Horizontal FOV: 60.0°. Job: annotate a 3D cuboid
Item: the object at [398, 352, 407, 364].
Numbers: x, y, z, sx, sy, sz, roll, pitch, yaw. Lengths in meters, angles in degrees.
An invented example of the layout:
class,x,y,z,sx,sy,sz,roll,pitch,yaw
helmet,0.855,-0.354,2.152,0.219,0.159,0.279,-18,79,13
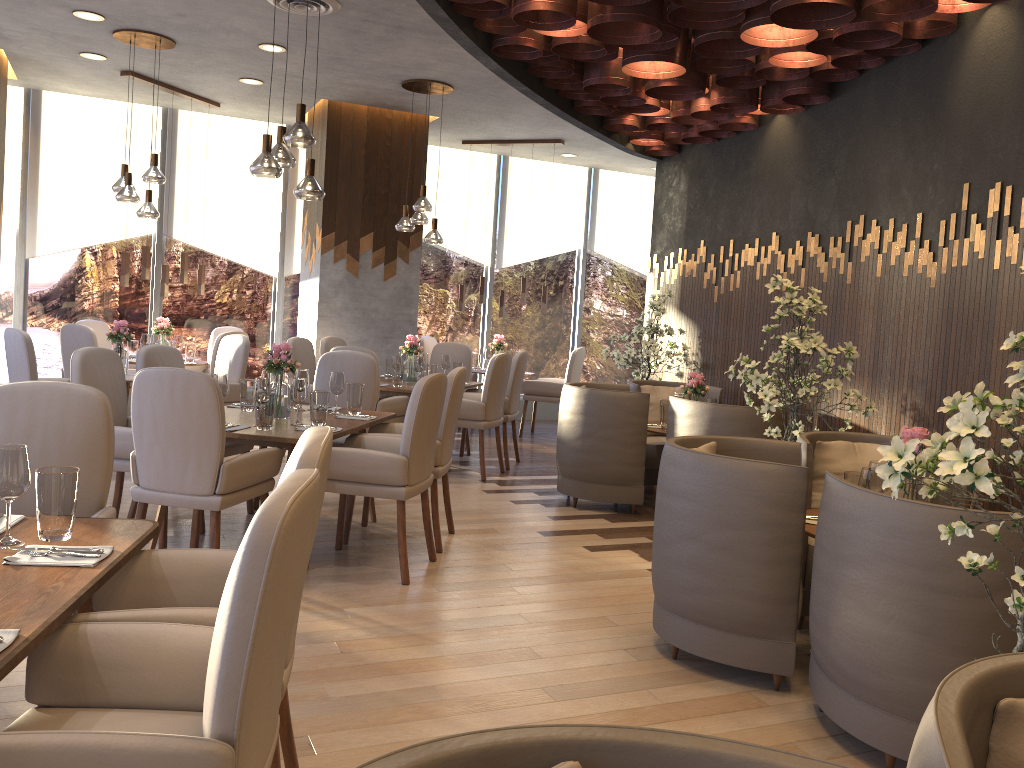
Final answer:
class,x,y,z,sx,sy,sz,roll,pitch,yaw
object,-0.984,-0.164,7.918,0.092,0.244,0.092,6,4,43

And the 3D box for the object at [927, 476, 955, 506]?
class,x,y,z,sx,sy,sz,roll,pitch,yaw
object,1.585,0.468,3.282,0.092,0.244,0.092,6,4,39

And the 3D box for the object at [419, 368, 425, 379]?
class,x,y,z,sx,sy,sz,roll,pitch,yaw
object,-0.843,-0.137,8.093,0.102,0.178,0.102,4,3,12

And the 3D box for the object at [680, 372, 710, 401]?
class,x,y,z,sx,sy,sz,roll,pitch,yaw
object,1.323,0.118,6.400,0.210,0.415,0.198,6,4,43

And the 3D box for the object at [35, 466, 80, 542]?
class,x,y,z,sx,sy,sz,roll,pitch,yaw
object,-1.161,0.306,2.259,0.102,0.178,0.102,6,4,39

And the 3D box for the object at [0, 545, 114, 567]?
class,x,y,z,sx,sy,sz,roll,pitch,yaw
object,-1.098,0.401,2.111,0.255,0.019,0.158,3,5,-7

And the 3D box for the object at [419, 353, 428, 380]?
class,x,y,z,sx,sy,sz,roll,pitch,yaw
object,-0.802,-0.159,7.989,0.092,0.244,0.092,3,3,-4

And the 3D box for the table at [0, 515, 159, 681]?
class,x,y,z,sx,sy,sz,roll,pitch,yaw
table,-1.402,0.748,1.825,0.964,0.665,1.310,3,4,-7

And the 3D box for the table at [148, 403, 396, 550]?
class,x,y,z,sx,sy,sz,roll,pitch,yaw
table,-1.289,0.515,4.854,0.965,0.665,1.309,4,4,9

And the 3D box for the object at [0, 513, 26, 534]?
class,x,y,z,sx,sy,sz,roll,pitch,yaw
object,-1.396,0.367,2.316,0.157,0.019,0.255,3,5,-10

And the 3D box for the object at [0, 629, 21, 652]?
class,x,y,z,sx,sy,sz,roll,pitch,yaw
object,-1.016,0.452,1.544,0.255,0.019,0.158,3,5,-7

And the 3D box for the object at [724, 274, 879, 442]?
class,x,y,z,sx,sy,sz,roll,pitch,yaw
object,1.555,0.218,4.835,0.788,1.614,0.747,4,3,2

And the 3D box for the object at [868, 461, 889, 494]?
class,x,y,z,sx,sy,sz,roll,pitch,yaw
object,1.474,0.437,3.583,0.092,0.244,0.092,2,3,-30

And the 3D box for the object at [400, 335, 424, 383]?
class,x,y,z,sx,sy,sz,roll,pitch,yaw
object,-0.868,-0.218,7.654,0.210,0.415,0.198,6,4,43

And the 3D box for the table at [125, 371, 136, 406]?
class,x,y,z,sx,sy,sz,roll,pitch,yaw
table,-2.911,0.264,6.766,0.835,0.661,0.834,7,5,40

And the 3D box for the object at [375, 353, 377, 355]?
class,x,y,z,sx,sy,sz,roll,pitch,yaw
object,-1.169,-0.133,7.375,0.092,0.244,0.092,2,3,-24

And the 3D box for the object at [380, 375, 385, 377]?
class,x,y,z,sx,sy,sz,roll,pitch,yaw
object,-1.091,-0.069,8.054,0.255,0.019,0.157,5,5,18

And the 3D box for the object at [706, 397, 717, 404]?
class,x,y,z,sx,sy,sz,roll,pitch,yaw
object,1.402,0.220,6.264,0.092,0.244,0.092,4,3,16

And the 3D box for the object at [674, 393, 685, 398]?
class,x,y,z,sx,sy,sz,roll,pitch,yaw
object,1.222,0.189,6.518,0.092,0.244,0.092,6,4,43

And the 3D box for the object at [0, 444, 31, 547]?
class,x,y,z,sx,sy,sz,roll,pitch,yaw
object,-1.238,0.274,2.182,0.092,0.244,0.092,3,3,-4

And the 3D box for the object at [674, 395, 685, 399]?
class,x,y,z,sx,sy,sz,roll,pitch,yaw
object,1.182,0.203,6.309,0.092,0.244,0.092,6,4,40

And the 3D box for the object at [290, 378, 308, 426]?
class,x,y,z,sx,sy,sz,roll,pitch,yaw
object,-1.106,0.092,4.586,0.092,0.244,0.092,2,3,-32

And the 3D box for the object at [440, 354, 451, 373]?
class,x,y,z,sx,sy,sz,roll,pitch,yaw
object,-0.597,-0.140,7.913,0.092,0.244,0.092,2,3,-28

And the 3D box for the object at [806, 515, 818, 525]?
class,x,y,z,sx,sy,sz,roll,pitch,yaw
object,1.254,0.541,3.526,0.255,0.019,0.157,5,5,15

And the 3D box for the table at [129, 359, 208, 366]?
class,x,y,z,sx,sy,sz,roll,pitch,yaw
table,-3.319,0.113,8.354,0.833,0.661,0.835,3,4,-4

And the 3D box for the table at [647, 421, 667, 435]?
class,x,y,z,sx,sy,sz,roll,pitch,yaw
table,1.286,0.605,6.413,0.833,0.561,0.836,1,5,-31

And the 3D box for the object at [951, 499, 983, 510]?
class,x,y,z,sx,sy,sz,roll,pitch,yaw
object,1.625,0.511,3.183,0.102,0.178,0.102,4,3,10

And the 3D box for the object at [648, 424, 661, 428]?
class,x,y,z,sx,sy,sz,roll,pitch,yaw
object,1.034,0.299,6.401,0.255,0.019,0.158,3,5,-2

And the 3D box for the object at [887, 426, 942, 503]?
class,x,y,z,sx,sy,sz,roll,pitch,yaw
object,1.539,0.368,3.428,0.198,0.415,0.210,3,3,-12

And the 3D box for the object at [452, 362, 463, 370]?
class,x,y,z,sx,sy,sz,roll,pitch,yaw
object,-0.494,-0.103,7.947,0.102,0.178,0.102,1,4,-44

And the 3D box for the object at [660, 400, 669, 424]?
class,x,y,z,sx,sy,sz,roll,pitch,yaw
object,1.147,0.210,6.601,0.102,0.178,0.102,4,3,1

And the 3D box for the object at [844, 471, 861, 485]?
class,x,y,z,sx,sy,sz,roll,pitch,yaw
object,1.428,0.459,3.684,0.102,0.178,0.102,2,3,-21

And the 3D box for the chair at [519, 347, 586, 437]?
class,x,y,z,sx,sy,sz,roll,pitch,yaw
chair,0.457,0.081,9.617,0.600,0.999,0.529,5,3,19

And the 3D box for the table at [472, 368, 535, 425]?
class,x,y,z,sx,sy,sz,roll,pitch,yaw
table,-0.175,0.189,9.880,0.833,0.661,0.836,1,5,-33

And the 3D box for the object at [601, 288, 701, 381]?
class,x,y,z,sx,sy,sz,roll,pitch,yaw
object,1.152,-0.029,7.631,0.746,1.614,0.790,3,3,-18

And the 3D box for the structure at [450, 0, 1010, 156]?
class,x,y,z,sx,sy,sz,roll,pitch,yaw
structure,0.889,-1.977,3.465,2.755,0.556,9.469,4,5,6

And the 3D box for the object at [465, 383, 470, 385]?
class,x,y,z,sx,sy,sz,roll,pitch,yaw
object,-0.506,-0.011,7.784,0.255,0.019,0.157,5,5,20

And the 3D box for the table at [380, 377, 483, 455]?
class,x,y,z,sx,sy,sz,roll,pitch,yaw
table,-0.908,0.317,7.652,0.965,0.665,1.308,5,4,17

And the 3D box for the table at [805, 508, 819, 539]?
class,x,y,z,sx,sy,sz,roll,pitch,yaw
table,1.494,0.853,3.454,0.834,0.561,0.835,5,4,19

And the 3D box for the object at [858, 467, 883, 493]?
class,x,y,z,sx,sy,sz,roll,pitch,yaw
object,1.369,0.446,3.395,0.092,0.244,0.092,6,4,34

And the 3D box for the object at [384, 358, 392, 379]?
class,x,y,z,sx,sy,sz,roll,pitch,yaw
object,-1.089,-0.136,7.884,0.102,0.178,0.102,5,3,24

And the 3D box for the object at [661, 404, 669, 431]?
class,x,y,z,sx,sy,sz,roll,pitch,yaw
object,1.095,0.236,6.241,0.102,0.178,0.102,5,3,24
